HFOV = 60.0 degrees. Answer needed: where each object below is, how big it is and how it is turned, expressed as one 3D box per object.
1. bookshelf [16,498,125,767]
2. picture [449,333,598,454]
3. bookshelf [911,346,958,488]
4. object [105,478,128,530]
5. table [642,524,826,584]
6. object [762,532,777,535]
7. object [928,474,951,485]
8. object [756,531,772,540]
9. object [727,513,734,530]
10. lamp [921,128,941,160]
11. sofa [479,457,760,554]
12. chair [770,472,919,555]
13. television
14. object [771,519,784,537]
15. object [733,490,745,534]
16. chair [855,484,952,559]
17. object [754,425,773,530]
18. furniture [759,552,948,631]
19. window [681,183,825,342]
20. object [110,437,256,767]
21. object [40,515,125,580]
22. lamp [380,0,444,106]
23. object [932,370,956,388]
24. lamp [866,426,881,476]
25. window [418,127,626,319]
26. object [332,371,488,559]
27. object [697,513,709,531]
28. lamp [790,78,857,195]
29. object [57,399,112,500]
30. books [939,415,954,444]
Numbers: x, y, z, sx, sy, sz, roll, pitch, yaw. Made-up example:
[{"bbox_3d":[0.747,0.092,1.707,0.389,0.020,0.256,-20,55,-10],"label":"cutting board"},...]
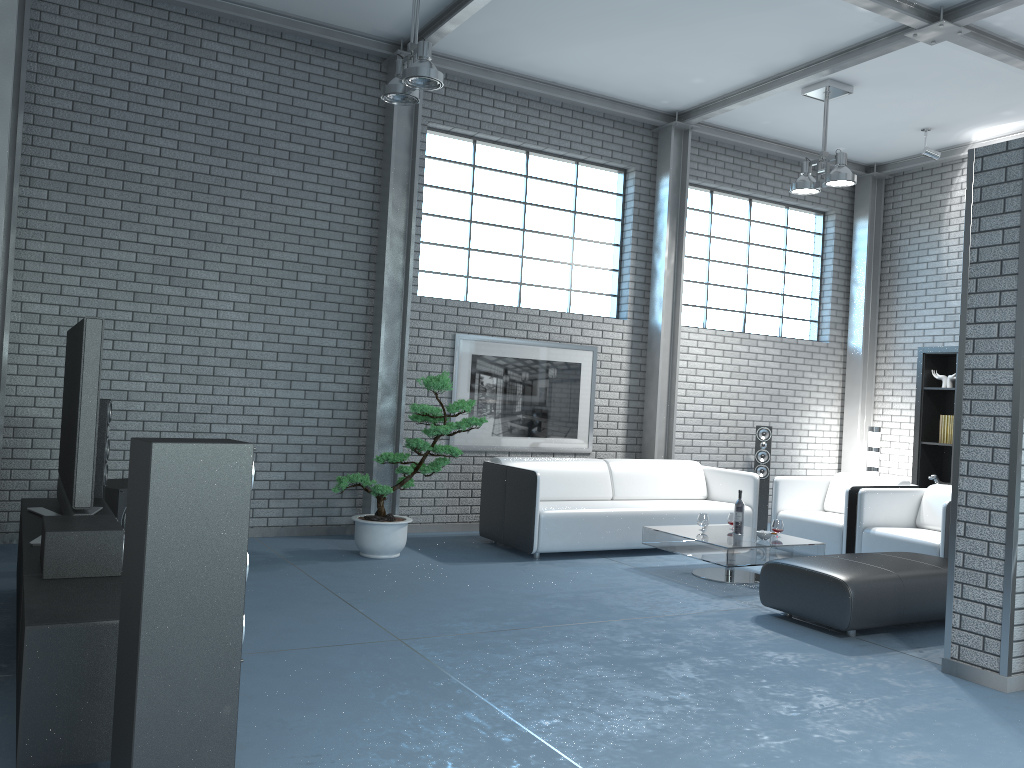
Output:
[{"bbox_3d":[-1.830,0.899,3.705,0.405,0.497,2.764,4,-1,-29],"label":"bookshelf"},{"bbox_3d":[0.130,0.110,8.035,1.490,1.015,0.020,4,-1,-29],"label":"picture"},{"bbox_3d":[4.634,0.613,8.087,0.419,1.920,1.930,4,-1,-29],"label":"bookshelf"},{"bbox_3d":[-2.643,0.906,6.015,0.536,0.464,0.445,3,-1,31],"label":"object"},{"bbox_3d":[1.564,1.227,6.343,0.900,0.300,0.900,4,-1,-29],"label":"table"},{"bbox_3d":[1.778,1.047,6.131,0.024,0.052,0.128,4,-1,-36],"label":"object"},{"bbox_3d":[4.237,1.007,8.702,0.285,0.229,0.095,3,-1,16],"label":"object"},{"bbox_3d":[1.753,1.056,6.165,0.108,0.056,0.108,4,-1,-33],"label":"object"},{"bbox_3d":[1.657,1.026,6.639,0.089,0.120,0.089,3,-1,27],"label":"object"},{"bbox_3d":[4.025,-2.305,8.538,0.166,0.311,0.137,3,-1,-4],"label":"lamp"},{"bbox_3d":[0.916,0.982,7.433,2.238,0.661,0.919,4,-1,-29],"label":"sofa"},{"bbox_3d":[2.745,1.081,7.303,0.919,0.661,0.767,4,-1,-31],"label":"chair"},{"bbox_3d":[-1.987,0.186,4.050,0.343,0.919,1.356,4,-1,-29],"label":"television"},{"bbox_3d":[1.908,1.036,6.370,0.089,0.120,0.089,3,-1,27],"label":"object"},{"bbox_3d":[1.643,0.924,6.413,0.079,0.316,0.079,3,-1,4],"label":"object"},{"bbox_3d":[3.148,1.091,6.502,0.919,0.661,0.767,4,-1,-27],"label":"chair"},{"bbox_3d":[2.527,0.948,8.977,0.159,1.045,0.254,3,-1,16],"label":"object"},{"bbox_3d":[2.176,1.193,5.264,1.291,0.301,0.685,4,-1,-29],"label":"furniture"},{"bbox_3d":[2.543,-1.273,9.600,2.200,1.500,0.100,4,-1,-29],"label":"window"},{"bbox_3d":[-0.791,0.657,2.126,0.254,1.045,0.159,4,-1,-39],"label":"object"},{"bbox_3d":[-1.544,0.578,3.187,0.254,0.159,0.381,4,-1,-29],"label":"object"},{"bbox_3d":[-0.630,-2.325,5.751,0.300,0.872,0.639,4,-1,-29],"label":"lamp"},{"bbox_3d":[4.275,-0.048,8.702,0.106,0.180,0.308,4,-1,-39],"label":"object"},{"bbox_3d":[3.655,0.983,9.002,0.140,1.100,0.098,3,-1,23],"label":"lamp"},{"bbox_3d":[0.103,-1.430,8.236,2.200,1.500,0.100,4,-1,-29],"label":"window"},{"bbox_3d":[-0.735,0.568,6.391,1.032,1.362,0.586,3,-1,21],"label":"object"},{"bbox_3d":[1.399,1.010,6.492,0.089,0.120,0.089,3,-1,27],"label":"object"},{"bbox_3d":[2.682,-2.112,7.603,0.300,0.872,0.639,4,-1,-29],"label":"lamp"},{"bbox_3d":[-2.569,0.608,5.313,0.254,1.045,0.159,3,-1,-19],"label":"object"},{"bbox_3d":[4.302,0.446,8.640,0.195,0.275,0.167,4,-1,-29],"label":"books"}]
